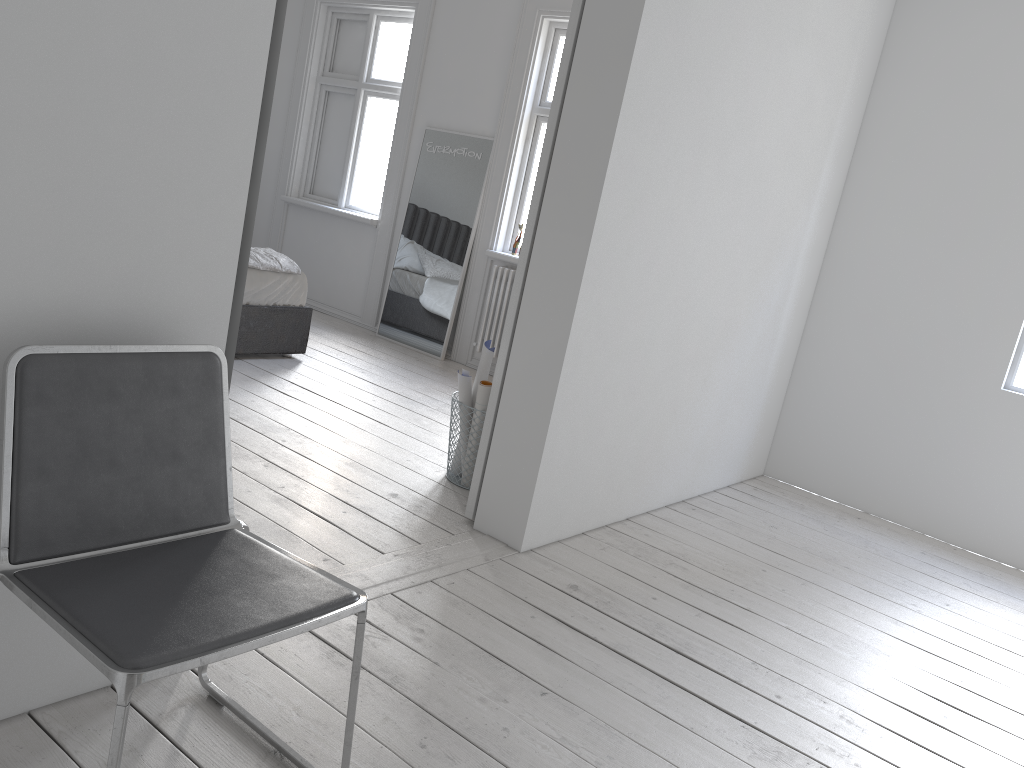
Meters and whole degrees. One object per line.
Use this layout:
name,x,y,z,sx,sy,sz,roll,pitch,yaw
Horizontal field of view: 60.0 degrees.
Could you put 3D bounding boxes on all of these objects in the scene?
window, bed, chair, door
window,0.519,-1.483,5.673,1.048,1.535,0.079,20,14,35
bed,-2.431,-0.977,5.178,2.177,1.167,1.888,20,14,35
chair,-0.592,0.381,1.560,0.525,0.797,0.562,20,14,35
window,-1.194,-2.120,6.936,1.048,1.535,0.079,20,14,35
door,0.237,-0.644,3.354,0.034,2.325,0.678,18,13,26

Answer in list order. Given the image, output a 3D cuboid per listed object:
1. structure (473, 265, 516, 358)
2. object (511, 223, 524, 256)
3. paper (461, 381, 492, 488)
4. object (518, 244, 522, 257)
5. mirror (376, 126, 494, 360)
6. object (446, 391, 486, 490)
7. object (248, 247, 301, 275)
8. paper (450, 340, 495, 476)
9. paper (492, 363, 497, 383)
structure,0.198,-0.390,5.797,0.936,0.600,0.216,20,14,35
object,0.041,-0.972,5.935,0.045,0.224,0.052,15,12,11
paper,-0.145,0.208,3.632,0.057,0.464,0.123,14,12,7
object,0.089,-0.949,5.875,0.052,0.224,0.045,9,12,-13
mirror,-0.551,-1.005,6.289,0.669,1.553,0.145,20,14,35
object,-0.106,0.249,3.774,0.374,0.350,0.375,21,15,37
object,-1.790,-0.712,4.696,0.405,0.104,1.460,20,14,35
paper,-0.038,0.043,3.712,0.431,0.793,0.181,10,12,-11
paper,-0.093,0.164,3.659,0.060,0.553,0.153,10,12,-9
